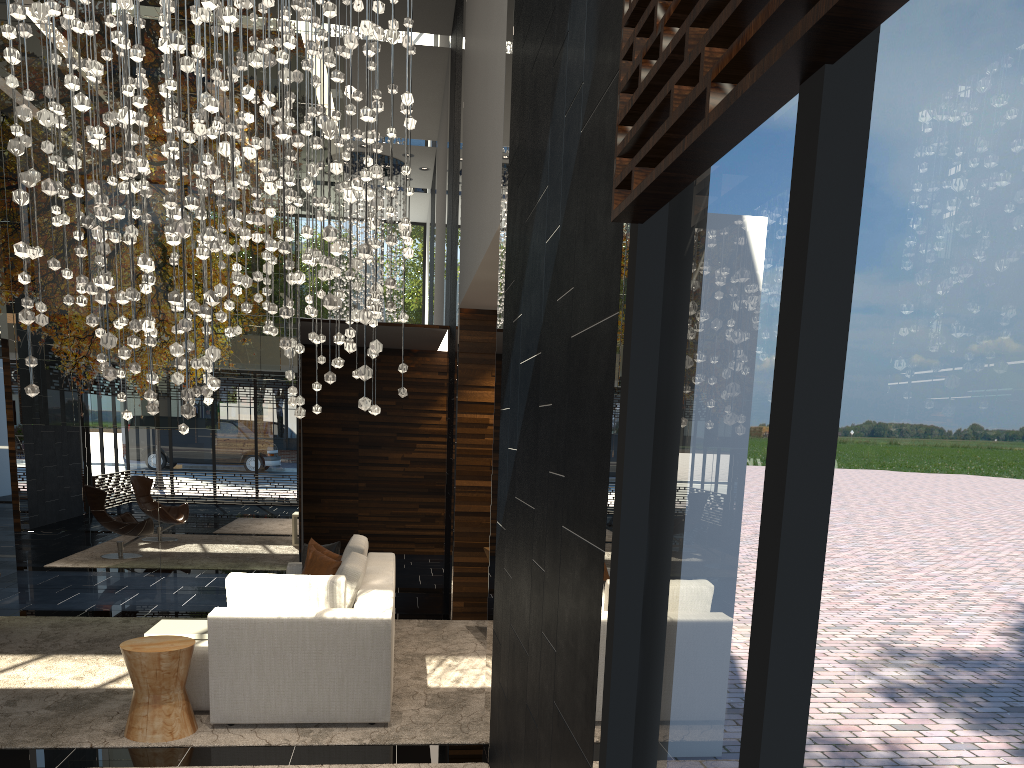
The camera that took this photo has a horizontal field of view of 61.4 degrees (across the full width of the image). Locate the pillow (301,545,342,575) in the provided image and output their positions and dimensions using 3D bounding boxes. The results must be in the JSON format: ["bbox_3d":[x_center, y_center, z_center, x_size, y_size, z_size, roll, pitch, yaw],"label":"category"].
[{"bbox_3d":[-1.538,1.491,6.759,0.267,0.423,0.511,-3,5,-37],"label":"pillow"}]

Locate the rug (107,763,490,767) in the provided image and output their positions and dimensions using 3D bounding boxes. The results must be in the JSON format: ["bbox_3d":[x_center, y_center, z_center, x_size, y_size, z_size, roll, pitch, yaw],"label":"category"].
[{"bbox_3d":[-1.671,1.902,3.266,3.419,0.006,2.295,3,-3,-7],"label":"rug"}]

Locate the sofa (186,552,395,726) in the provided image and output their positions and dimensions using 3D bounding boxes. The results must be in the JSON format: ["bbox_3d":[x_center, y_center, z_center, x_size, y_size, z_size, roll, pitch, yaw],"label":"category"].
[{"bbox_3d":[-1.512,1.724,6.327,1.292,0.696,2.800,2,-2,-7],"label":"sofa"}]

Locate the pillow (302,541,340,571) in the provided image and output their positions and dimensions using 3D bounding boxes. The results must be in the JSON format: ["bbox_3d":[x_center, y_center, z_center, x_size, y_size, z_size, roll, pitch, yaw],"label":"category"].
[{"bbox_3d":[-1.605,1.490,7.184,0.547,0.425,0.252,4,6,40],"label":"pillow"}]

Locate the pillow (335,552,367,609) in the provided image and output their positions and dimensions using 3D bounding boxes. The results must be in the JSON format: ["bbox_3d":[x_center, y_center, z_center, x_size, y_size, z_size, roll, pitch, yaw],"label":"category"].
[{"bbox_3d":[-1.172,1.426,6.024,0.290,0.445,0.705,1,1,-6],"label":"pillow"}]

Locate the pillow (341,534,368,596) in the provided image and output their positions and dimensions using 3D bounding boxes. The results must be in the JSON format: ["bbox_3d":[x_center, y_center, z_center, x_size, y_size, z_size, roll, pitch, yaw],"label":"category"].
[{"bbox_3d":[-1.283,1.463,6.900,0.248,0.460,0.705,1,1,-7],"label":"pillow"}]

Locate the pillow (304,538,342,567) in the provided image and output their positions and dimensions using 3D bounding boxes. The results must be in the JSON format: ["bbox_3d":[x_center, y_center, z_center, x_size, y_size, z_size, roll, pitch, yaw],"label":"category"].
[{"bbox_3d":[-1.554,1.478,6.975,0.241,0.441,0.541,-4,6,-42],"label":"pillow"}]

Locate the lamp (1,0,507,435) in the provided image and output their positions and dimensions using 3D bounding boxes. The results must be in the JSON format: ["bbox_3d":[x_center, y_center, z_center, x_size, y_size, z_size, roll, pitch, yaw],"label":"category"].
[{"bbox_3d":[-2.227,-46.511,0.714,397.368,116.785,394.489,1,-2,18],"label":"lamp"}]

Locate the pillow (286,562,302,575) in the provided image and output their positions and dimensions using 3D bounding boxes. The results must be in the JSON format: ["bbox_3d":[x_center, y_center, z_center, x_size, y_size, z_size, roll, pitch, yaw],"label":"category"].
[{"bbox_3d":[-1.635,1.628,7.476,0.624,0.155,0.235,3,1,-13],"label":"pillow"}]

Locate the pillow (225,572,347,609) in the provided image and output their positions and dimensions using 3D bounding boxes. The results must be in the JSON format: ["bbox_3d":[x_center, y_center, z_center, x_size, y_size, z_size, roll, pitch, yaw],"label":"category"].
[{"bbox_3d":[-1.357,1.369,5.216,0.712,0.472,0.211,2,8,-6],"label":"pillow"}]

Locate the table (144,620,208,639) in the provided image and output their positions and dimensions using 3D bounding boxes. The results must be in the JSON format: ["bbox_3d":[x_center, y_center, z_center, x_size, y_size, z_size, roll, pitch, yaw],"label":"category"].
[{"bbox_3d":[-2.069,1.772,5.497,0.400,0.478,0.390,2,5,-7],"label":"table"}]

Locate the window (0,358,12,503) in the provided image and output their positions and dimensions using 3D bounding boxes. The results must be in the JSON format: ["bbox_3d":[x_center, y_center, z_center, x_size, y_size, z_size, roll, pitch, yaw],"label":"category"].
[{"bbox_3d":[-8.694,0.980,17.101,3.961,2.920,0.058,2,10,-7],"label":"window"}]

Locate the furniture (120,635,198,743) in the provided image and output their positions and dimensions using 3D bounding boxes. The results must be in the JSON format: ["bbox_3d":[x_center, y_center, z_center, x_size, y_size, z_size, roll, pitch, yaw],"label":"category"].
[{"bbox_3d":[-1.987,1.713,4.866,0.389,0.534,0.386,5,6,27],"label":"furniture"}]

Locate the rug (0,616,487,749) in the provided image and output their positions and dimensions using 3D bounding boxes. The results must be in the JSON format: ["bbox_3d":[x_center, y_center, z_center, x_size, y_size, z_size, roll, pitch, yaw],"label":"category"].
[{"bbox_3d":[-2.011,2.054,6.264,5.906,0.006,3.157,3,-3,-7],"label":"rug"}]

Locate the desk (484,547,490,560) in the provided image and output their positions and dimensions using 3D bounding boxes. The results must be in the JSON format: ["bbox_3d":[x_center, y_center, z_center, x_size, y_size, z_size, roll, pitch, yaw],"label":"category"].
[{"bbox_3d":[0.365,1.791,6.676,0.991,0.763,2.203,2,-2,-7],"label":"desk"}]
